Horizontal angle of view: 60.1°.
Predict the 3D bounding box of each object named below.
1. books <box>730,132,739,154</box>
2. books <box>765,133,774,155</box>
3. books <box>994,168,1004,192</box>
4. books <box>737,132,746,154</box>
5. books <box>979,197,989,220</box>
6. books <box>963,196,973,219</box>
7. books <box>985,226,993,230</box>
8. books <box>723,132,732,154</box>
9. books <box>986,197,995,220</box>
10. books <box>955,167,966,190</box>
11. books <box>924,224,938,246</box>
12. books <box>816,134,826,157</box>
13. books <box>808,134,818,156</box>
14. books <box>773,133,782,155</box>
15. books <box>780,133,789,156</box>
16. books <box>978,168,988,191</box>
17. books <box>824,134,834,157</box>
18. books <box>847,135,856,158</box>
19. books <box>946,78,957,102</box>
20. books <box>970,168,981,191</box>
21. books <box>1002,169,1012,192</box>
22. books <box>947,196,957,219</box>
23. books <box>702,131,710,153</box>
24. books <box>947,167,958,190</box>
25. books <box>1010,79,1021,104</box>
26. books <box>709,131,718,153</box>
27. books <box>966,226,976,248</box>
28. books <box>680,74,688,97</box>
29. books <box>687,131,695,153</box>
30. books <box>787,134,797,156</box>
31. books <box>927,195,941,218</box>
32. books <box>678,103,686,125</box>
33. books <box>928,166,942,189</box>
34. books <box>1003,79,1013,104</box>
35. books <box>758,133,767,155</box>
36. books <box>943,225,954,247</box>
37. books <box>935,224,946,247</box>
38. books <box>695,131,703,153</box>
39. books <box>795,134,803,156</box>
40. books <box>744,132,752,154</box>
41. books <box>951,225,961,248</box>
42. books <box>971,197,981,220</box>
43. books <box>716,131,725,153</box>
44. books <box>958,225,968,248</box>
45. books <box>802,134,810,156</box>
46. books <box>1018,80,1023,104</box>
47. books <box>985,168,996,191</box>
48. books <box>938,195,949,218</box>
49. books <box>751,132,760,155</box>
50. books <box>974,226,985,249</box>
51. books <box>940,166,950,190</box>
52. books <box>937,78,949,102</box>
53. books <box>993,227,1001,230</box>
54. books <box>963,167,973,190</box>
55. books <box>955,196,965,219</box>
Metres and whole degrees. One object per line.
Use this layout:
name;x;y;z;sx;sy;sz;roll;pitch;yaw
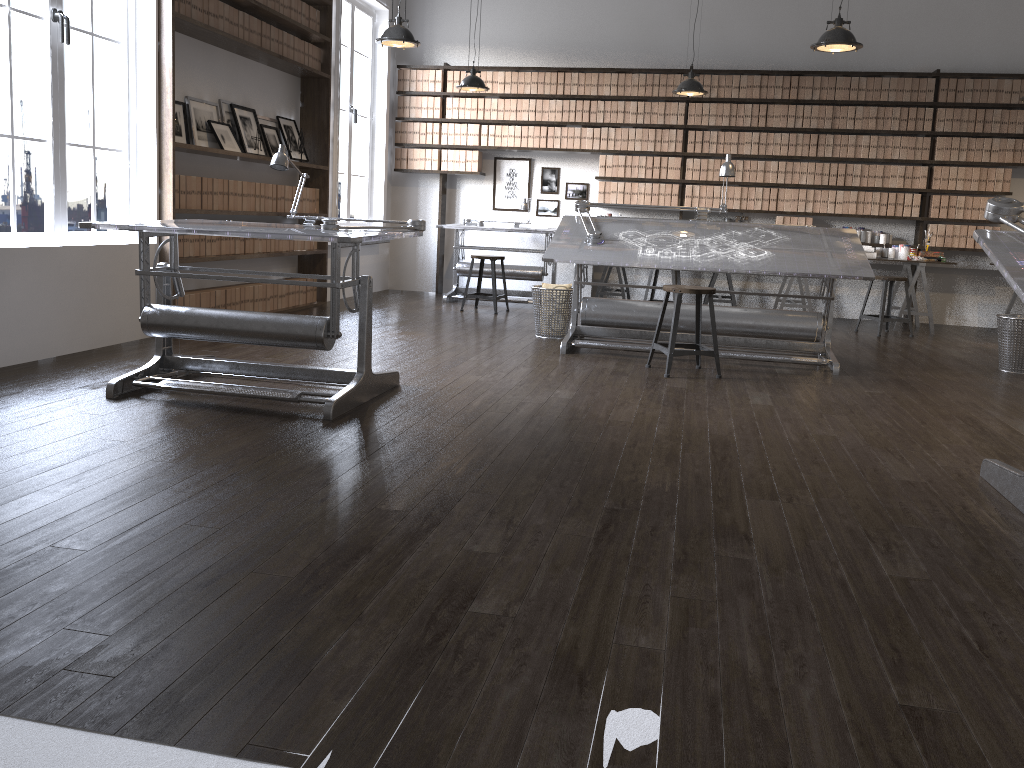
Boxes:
books;2.255;-2.432;8.977;0.067;0.224;0.176;4;9;11
books;2.591;-2.404;8.916;0.067;0.224;0.175;4;9;11
books;4.664;-1.957;8.529;0.067;0.224;0.175;4;9;11
books;2.321;-2.427;8.968;0.067;0.224;0.176;4;9;11
books;4.548;-1.696;8.584;0.067;0.224;0.176;4;9;11
books;4.414;-1.708;8.617;0.067;0.224;0.175;4;9;11
books;4.599;-1.418;8.610;0.067;0.224;0.175;4;9;11
books;2.190;-2.438;8.996;0.067;0.224;0.176;4;9;11
books;4.614;-1.691;8.576;0.067;0.224;0.176;4;9;11
books;4.333;-1.986;8.596;0.067;0.224;0.176;4;9;11
books;4.117;-1.460;8.708;0.067;0.224;0.175;4;9;11
books;3.072;-2.363;8.819;0.067;0.224;0.176;4;9;11
books;2.998;-2.368;8.829;0.067;0.224;0.176;4;9;11
books;2.658;-2.398;8.899;0.067;0.224;0.175;4;9;11
books;2.729;-2.391;8.881;0.067;0.224;0.176;4;9;11
books;4.526;-1.970;8.560;0.067;0.224;0.176;4;9;11
books;3.141;-2.356;8.801;0.067;0.224;0.175;4;9;11
books;3.345;-2.338;8.758;0.067;0.224;0.176;4;9;11
books;4.211;-2.809;8.516;0.067;0.224;0.176;4;9;11
books;4.459;-1.975;8.568;0.067;0.224;0.176;4;9;11
books;4.735;-1.952;8.519;0.067;0.224;0.176;4;9;11
books;4.275;-1.720;8.646;0.067;0.224;0.176;4;9;11
books;1.982;-2.456;9.038;0.067;0.224;0.176;4;9;11
books;4.262;-1.992;8.609;0.067;0.224;0.176;4;9;11
books;4.756;-2.762;8.407;0.067;0.224;0.176;4;9;11
books;2.051;-2.450;9.020;0.067;0.224;0.175;4;9;11
books;4.456;-1.430;8.638;0.067;0.224;0.176;4;9;11
books;1.755;-3.020;9.008;0.067;0.224;0.176;4;9;11
books;1.836;-2.469;9.067;0.067;0.224;0.176;4;9;11
books;2.799;-2.385;8.867;0.067;0.224;0.176;4;9;11
books;4.129;-1.733;8.675;0.067;0.224;0.176;4;9;11
books;1.735;-2.748;9.048;0.067;0.224;0.176;4;9;11
books;4.126;-2.005;8.642;0.067;0.224;0.175;4;9;11
books;4.685;-2.768;8.423;0.067;0.224;0.176;4;9;11
books;2.522;-2.410;8.928;0.067;0.224;0.176;4;9;11
books;4.258;-1.447;8.677;0.067;0.224;0.176;4;9;11
books;4.187;-1.453;8.691;0.067;0.224;0.176;4;9;11
books;1.908;-2.462;9.048;0.067;0.224;0.176;4;9;11
books;2.862;-2.380;8.859;0.067;0.224;0.176;4;9;11
books;2.382;-2.421;8.954;0.067;0.224;0.176;4;9;11
books;4.321;-1.442;8.669;0.067;0.224;0.176;4;9;11
books;4.483;-1.702;8.603;0.067;0.224;0.176;4;9;11
books;2.121;-2.444;9.010;0.067;0.224;0.175;4;9;11
books;4.385;-1.437;8.658;0.067;0.224;0.176;4;9;11
books;2.927;-2.375;8.849;0.067;0.224;0.176;4;9;11
books;4.825;-2.757;8.397;0.067;0.224;0.176;4;9;11
books;4.596;-1.964;8.547;0.067;0.224;0.175;4;9;11
books;4.201;-1.726;8.655;0.067;0.224;0.176;4;9;11
books;2.453;-2.415;8.938;0.067;0.224;0.176;4;9;11
books;4.531;-1.425;8.629;0.067;0.224;0.176;4;9;11
books;4.194;-1.999;8.626;0.067;0.224;0.176;4;9;11
books;4.139;-2.816;8.536;0.067;0.224;0.176;4;9;11
books;4.670;-1.413;8.600;0.067;0.224;0.175;4;9;11
books;4.395;-1.981;8.586;0.067;0.224;0.176;4;9;11
books;4.344;-1.714;8.627;0.067;0.224;0.175;4;9;11
